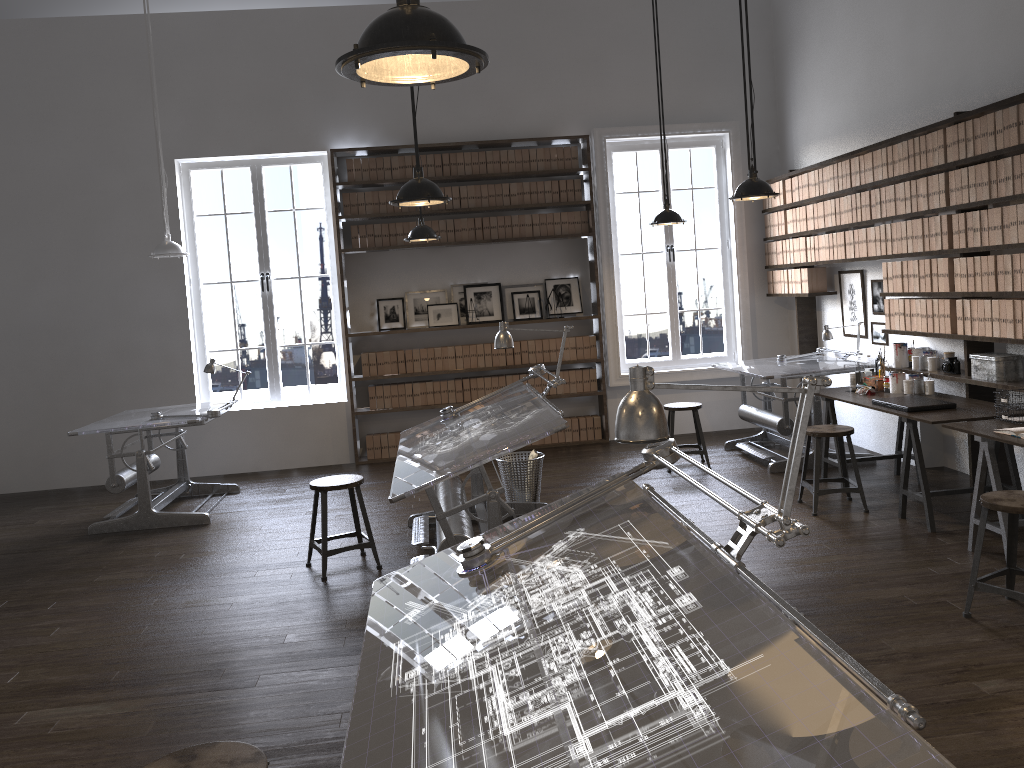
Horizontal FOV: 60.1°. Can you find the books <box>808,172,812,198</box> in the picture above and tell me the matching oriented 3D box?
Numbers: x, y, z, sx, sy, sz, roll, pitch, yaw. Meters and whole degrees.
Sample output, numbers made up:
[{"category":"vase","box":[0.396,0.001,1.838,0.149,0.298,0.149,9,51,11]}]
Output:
[{"category":"books","box":[2.657,-1.720,7.640,0.174,0.225,0.067,-4,3,-5]}]

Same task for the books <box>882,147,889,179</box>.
[{"category":"books","box":[2.775,-1.597,6.397,0.174,0.225,0.067,-4,3,-5]}]

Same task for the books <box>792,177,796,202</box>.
[{"category":"books","box":[2.626,-1.754,7.986,0.174,0.225,0.067,-4,3,-5]}]

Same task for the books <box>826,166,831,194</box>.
[{"category":"books","box":[2.689,-1.686,7.297,0.174,0.225,0.067,-4,3,-5]}]

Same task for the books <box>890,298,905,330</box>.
[{"category":"books","box":[2.856,-0.512,6.455,0.174,0.225,0.067,-4,3,-5]}]

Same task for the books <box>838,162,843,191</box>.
[{"category":"books","box":[2.710,-1.666,7.090,0.174,0.225,0.067,-4,3,-5]}]

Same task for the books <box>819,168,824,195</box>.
[{"category":"books","box":[2.678,-1.700,7.436,0.174,0.225,0.067,-4,3,-5]}]

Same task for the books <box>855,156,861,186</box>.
[{"category":"books","box":[2.735,-1.637,6.806,0.174,0.225,0.067,-4,3,-5]}]

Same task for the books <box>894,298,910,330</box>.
[{"category":"books","box":[2.860,-0.505,6.392,0.174,0.225,0.067,-4,3,-5]}]

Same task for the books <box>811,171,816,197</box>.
[{"category":"books","box":[2.662,-1.714,7.578,0.174,0.225,0.067,-4,3,-5]}]

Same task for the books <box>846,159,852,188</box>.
[{"category":"books","box":[2.720,-1.652,6.951,0.174,0.225,0.067,-4,3,-5]}]

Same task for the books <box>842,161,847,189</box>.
[{"category":"books","box":[2.719,-1.659,7.025,0.174,0.225,0.067,-4,3,-5]}]

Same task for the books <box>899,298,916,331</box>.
[{"category":"books","box":[2.865,-0.498,6.320,0.174,0.225,0.067,-4,3,-5]}]

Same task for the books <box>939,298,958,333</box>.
[{"category":"books","box":[2.917,-0.451,5.840,0.174,0.225,0.067,-4,3,-5]}]

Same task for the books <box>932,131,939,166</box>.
[{"category":"books","box":[2.838,-1.535,5.769,0.174,0.225,0.067,-4,3,-5]}]

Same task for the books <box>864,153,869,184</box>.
[{"category":"books","box":[2.753,-1.624,6.666,0.174,0.225,0.067,-4,3,-5]}]

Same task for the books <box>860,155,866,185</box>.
[{"category":"books","box":[2.746,-1.631,6.736,0.174,0.225,0.067,-4,3,-5]}]

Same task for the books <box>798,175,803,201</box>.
[{"category":"books","box":[2.639,-1.740,7.845,0.174,0.225,0.067,-4,3,-5]}]

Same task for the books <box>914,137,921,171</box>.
[{"category":"books","box":[2.818,-1.556,5.982,0.174,0.225,0.067,-4,3,-5]}]

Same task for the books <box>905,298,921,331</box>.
[{"category":"books","box":[2.876,-0.492,6.251,0.174,0.225,0.067,-4,3,-5]}]

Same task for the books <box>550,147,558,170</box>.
[{"category":"books","box":[0.398,-2.194,8.684,0.067,0.225,0.175,-4,4,-5]}]

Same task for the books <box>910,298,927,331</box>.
[{"category":"books","box":[2.885,-0.485,6.182,0.174,0.225,0.067,-4,3,-5]}]

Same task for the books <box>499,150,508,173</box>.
[{"category":"books","box":[-0.083,-2.155,8.639,0.067,0.225,0.175,-4,4,-5]}]

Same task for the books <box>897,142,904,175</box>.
[{"category":"books","box":[2.797,-1.577,6.189,0.174,0.225,0.067,-4,3,-5]}]

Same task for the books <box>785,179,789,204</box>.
[{"category":"books","box":[2.611,-1.769,8.134,0.174,0.225,0.067,-4,3,-5]}]

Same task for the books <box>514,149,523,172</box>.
[{"category":"books","box":[0.057,-2.167,8.659,0.067,0.225,0.175,-4,4,-5]}]

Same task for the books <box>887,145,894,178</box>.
[{"category":"books","box":[2.785,-1.591,6.328,0.174,0.225,0.067,-4,3,-5]}]

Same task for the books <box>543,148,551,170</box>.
[{"category":"books","box":[0.331,-2.189,8.682,0.067,0.225,0.175,-4,4,-5]}]

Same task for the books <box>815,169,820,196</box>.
[{"category":"books","box":[2.667,-1.706,7.506,0.174,0.225,0.067,-4,3,-5]}]

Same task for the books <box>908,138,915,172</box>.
[{"category":"books","box":[2.807,-1.562,6.044,0.174,0.225,0.067,-4,3,-5]}]

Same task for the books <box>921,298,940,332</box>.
[{"category":"books","box":[2.891,-0.470,6.039,0.174,0.225,0.067,-4,3,-5]}]

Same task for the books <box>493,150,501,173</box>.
[{"category":"books","box":[-0.155,-2.149,8.632,0.067,0.225,0.175,-4,4,-5]}]

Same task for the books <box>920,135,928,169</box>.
[{"category":"books","box":[2.826,-1.549,5.908,0.174,0.225,0.067,-4,3,-5]}]

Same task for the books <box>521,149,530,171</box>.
[{"category":"books","box":[0.127,-2.172,8.664,0.067,0.225,0.175,-4,4,-5]}]

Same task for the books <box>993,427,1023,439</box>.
[{"category":"books","box":[2.598,0.238,4.357,0.256,0.029,0.356,-5,6,-5]}]

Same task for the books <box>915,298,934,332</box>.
[{"category":"books","box":[2.887,-0.478,6.112,0.174,0.225,0.067,-4,3,-5]}]

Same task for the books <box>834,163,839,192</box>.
[{"category":"books","box":[2.700,-1.671,7.153,0.174,0.225,0.067,-4,3,-5]}]

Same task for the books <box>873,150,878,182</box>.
[{"category":"books","box":[2.765,-1.611,6.532,0.174,0.225,0.067,-4,3,-5]}]

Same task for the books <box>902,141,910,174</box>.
[{"category":"books","box":[2.800,-1.569,6.116,0.174,0.225,0.067,-4,3,-5]}]

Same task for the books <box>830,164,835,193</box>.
[{"category":"books","box":[2.693,-1.679,7.225,0.174,0.225,0.067,-4,3,-5]}]

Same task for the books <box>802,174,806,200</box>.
[{"category":"books","box":[2.645,-1.733,7.774,0.174,0.225,0.067,-4,3,-5]}]

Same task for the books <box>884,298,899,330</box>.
[{"category":"books","box":[2.845,-0.518,6.521,0.174,0.225,0.067,-4,3,-5]}]

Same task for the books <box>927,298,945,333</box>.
[{"category":"books","box":[2.898,-0.463,5.968,0.174,0.225,0.067,-4,3,-5]}]

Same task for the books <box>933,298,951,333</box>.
[{"category":"books","box":[2.909,-0.457,5.905,0.174,0.225,0.067,-4,3,-5]}]

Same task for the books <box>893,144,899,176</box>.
[{"category":"books","box":[2.794,-1.584,6.258,0.174,0.225,0.067,-4,3,-5]}]

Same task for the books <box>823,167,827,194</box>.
[{"category":"books","box":[2.686,-1.693,7.367,0.174,0.225,0.067,-4,3,-5]}]

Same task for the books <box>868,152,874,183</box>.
[{"category":"books","box":[2.754,-1.617,6.598,0.174,0.225,0.067,-4,3,-5]}]

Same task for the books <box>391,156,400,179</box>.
[{"category":"books","box":[-1.123,-2.071,8.544,0.067,0.225,0.175,-4,4,-5]}]

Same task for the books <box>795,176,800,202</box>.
[{"category":"books","box":[2.628,-1.747,7.915,0.174,0.225,0.067,-4,3,-5]}]

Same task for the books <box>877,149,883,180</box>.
[{"category":"books","box":[2.770,-1.604,6.469,0.174,0.225,0.067,-4,3,-5]}]

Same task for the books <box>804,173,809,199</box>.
[{"category":"books","box":[2.646,-1.726,7.707,0.174,0.225,0.067,-4,3,-5]}]

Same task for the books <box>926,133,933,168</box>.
[{"category":"books","box":[2.835,-1.542,5.839,0.174,0.225,0.067,-4,3,-5]}]

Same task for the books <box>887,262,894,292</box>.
[{"category":"books","box":[2.835,-0.781,6.442,0.174,0.225,0.067,-4,3,-5]}]

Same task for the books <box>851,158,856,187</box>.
[{"category":"books","box":[2.733,-1.645,6.877,0.174,0.225,0.067,-4,3,-5]}]

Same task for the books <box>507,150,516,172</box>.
[{"category":"books","box":[-0.011,-2.161,8.649,0.067,0.225,0.175,-4,4,-5]}]

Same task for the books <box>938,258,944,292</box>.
[{"category":"books","box":[2.897,-0.718,5.811,0.174,0.225,0.067,-4,3,-5]}]

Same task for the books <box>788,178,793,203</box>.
[{"category":"books","box":[2.613,-1.761,8.060,0.174,0.225,0.067,-4,3,-5]}]

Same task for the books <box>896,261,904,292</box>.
[{"category":"books","box":[2.844,-0.768,6.313,0.174,0.225,0.067,-4,3,-5]}]

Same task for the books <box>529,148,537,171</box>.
[{"category":"books","box":[0.197,-2.178,8.666,0.067,0.225,0.175,-4,4,-5]}]
